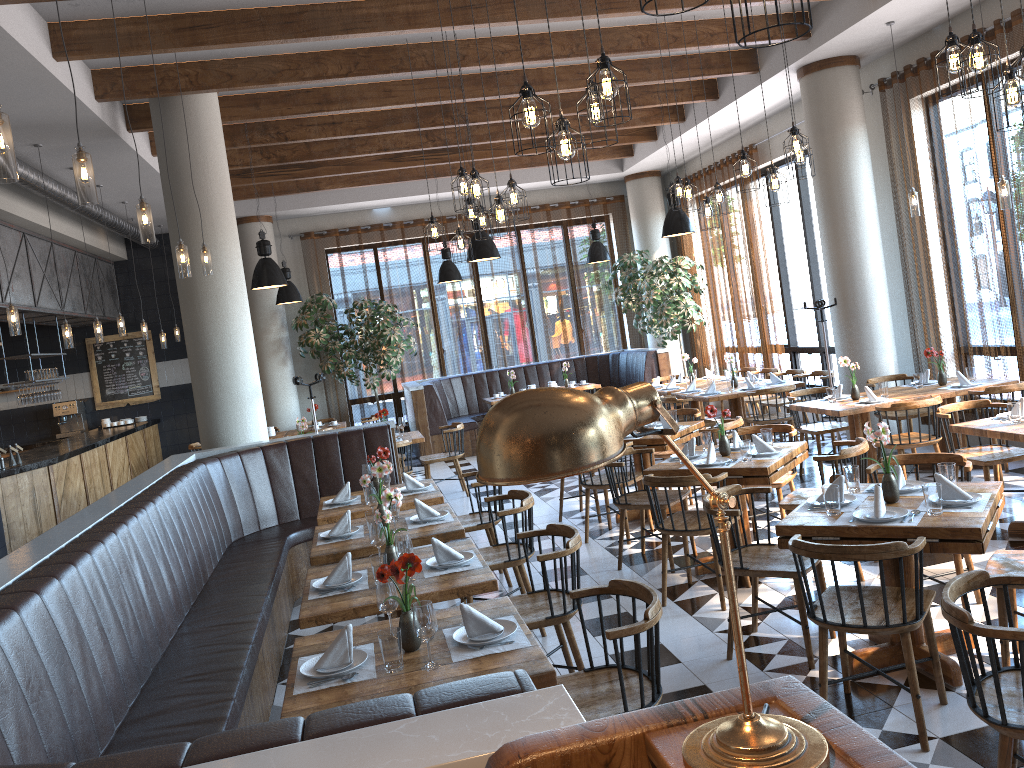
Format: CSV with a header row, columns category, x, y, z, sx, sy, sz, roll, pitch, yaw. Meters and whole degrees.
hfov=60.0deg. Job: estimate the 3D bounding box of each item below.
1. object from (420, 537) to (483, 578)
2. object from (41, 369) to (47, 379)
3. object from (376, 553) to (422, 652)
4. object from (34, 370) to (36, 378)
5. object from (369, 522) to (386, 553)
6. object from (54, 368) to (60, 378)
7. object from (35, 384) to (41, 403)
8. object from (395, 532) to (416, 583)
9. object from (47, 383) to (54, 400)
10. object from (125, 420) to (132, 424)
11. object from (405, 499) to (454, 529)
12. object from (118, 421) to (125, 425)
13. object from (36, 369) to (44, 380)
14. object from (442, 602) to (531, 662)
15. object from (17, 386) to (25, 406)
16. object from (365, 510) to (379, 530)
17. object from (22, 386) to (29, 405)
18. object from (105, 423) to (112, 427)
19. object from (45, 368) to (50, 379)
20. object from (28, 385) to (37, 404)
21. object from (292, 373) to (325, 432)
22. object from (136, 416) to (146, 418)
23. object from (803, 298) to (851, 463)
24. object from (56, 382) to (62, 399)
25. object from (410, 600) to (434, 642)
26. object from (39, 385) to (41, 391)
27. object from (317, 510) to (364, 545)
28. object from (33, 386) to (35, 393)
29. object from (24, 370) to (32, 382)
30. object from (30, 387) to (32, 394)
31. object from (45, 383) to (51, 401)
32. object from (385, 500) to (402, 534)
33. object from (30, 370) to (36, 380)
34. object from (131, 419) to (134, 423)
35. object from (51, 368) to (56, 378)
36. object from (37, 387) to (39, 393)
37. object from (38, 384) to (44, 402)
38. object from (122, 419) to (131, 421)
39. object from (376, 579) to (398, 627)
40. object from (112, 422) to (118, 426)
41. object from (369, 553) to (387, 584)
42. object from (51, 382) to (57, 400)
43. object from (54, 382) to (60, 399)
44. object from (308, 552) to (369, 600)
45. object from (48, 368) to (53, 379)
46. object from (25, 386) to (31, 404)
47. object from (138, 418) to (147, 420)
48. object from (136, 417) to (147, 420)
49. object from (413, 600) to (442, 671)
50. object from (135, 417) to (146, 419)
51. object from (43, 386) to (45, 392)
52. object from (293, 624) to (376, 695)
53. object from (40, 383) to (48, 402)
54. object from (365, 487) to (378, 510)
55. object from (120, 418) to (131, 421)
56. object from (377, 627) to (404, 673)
category,x,y,z,sx,sy,sz,roll,pitch,yaw
object,-0.305,0.788,4.223,0.272,0.137,0.352,-9,4,-10
object,-5.616,-0.115,10.600,0.080,0.132,0.080,-7,2,20
object,-0.374,0.763,3.083,0.156,0.355,0.171,-9,2,-17
object,-5.757,-0.101,10.693,0.080,0.132,0.080,-7,2,20
object,-0.655,0.790,4.351,0.081,0.215,0.081,-7,2,21
object,-5.702,-0.134,11.063,0.080,0.132,0.080,-7,2,20
object,-5.528,0.113,10.295,0.081,0.215,0.081,-9,2,-19
object,-0.483,0.787,4.017,0.081,0.215,0.081,-9,2,-19
object,-5.614,0.094,10.762,0.081,0.215,0.081,-9,2,-19
object,-5.847,0.587,13.505,0.079,0.066,0.098,-8,3,2
object,-0.508,0.744,5.313,0.272,0.137,0.352,-9,4,-10
object,-5.942,0.602,13.487,0.079,0.066,0.098,-8,3,2
object,-5.594,-0.110,10.484,0.080,0.132,0.080,-7,2,20
object,-0.105,0.831,3.143,0.272,0.137,0.352,-9,4,-10
object,-5.635,0.137,10.154,0.081,0.215,0.081,-9,2,-19
object,-0.802,0.801,5.121,0.080,0.132,0.080,-8,2,-10
object,-5.657,0.133,10.271,0.081,0.215,0.081,-9,2,-19
object,-6.132,0.631,13.452,0.079,0.066,0.098,-8,3,2
object,-5.637,-0.120,10.715,0.080,0.132,0.080,-7,2,20
object,-5.506,0.117,10.178,0.081,0.215,0.081,-9,2,-19
object,-1.772,0.733,8.231,0.376,1.657,0.374,-9,2,-33
object,-5.812,0.522,13.881,0.175,0.016,0.176,-6,4,25
object,3.261,-0.041,9.072,0.375,1.657,0.374,-9,2,-28
object,-5.673,0.081,11.077,0.081,0.215,0.081,-9,2,-19
object,-0.321,0.860,3.207,0.080,0.132,0.080,-9,2,-25
object,-5.764,0.109,10.847,0.081,0.215,0.081,-9,2,-19
object,-1.020,0.823,5.227,0.272,0.137,0.352,-9,4,-10
object,-5.722,0.119,10.621,0.081,0.215,0.081,-9,2,-19
object,-5.714,-0.092,10.461,0.080,0.132,0.080,-7,2,20
object,-5.700,0.123,10.504,0.081,0.215,0.081,-9,2,-19
object,-5.593,0.099,10.645,0.081,0.215,0.081,-9,2,-19
object,-0.678,0.745,5.073,0.081,0.215,0.081,-7,2,43
object,-5.736,-0.096,10.577,0.080,0.132,0.080,-7,2,20
object,-5.866,0.583,13.612,0.079,0.066,0.098,-8,3,2
object,-5.680,-0.129,10.947,0.080,0.132,0.080,-7,2,20
object,-5.744,0.114,10.738,0.081,0.215,0.081,-9,2,-19
object,-5.549,0.108,10.412,0.081,0.215,0.081,-9,2,-19
object,-6.035,0.567,13.840,0.175,0.016,0.176,-6,4,25
object,-0.454,0.833,3.265,0.081,0.215,0.081,-7,2,21
object,-6.037,0.616,13.470,0.079,0.066,0.098,-8,3,2
object,-0.602,0.845,4.038,0.080,0.132,0.080,-8,2,-10
object,-5.635,0.089,10.871,0.081,0.215,0.081,-9,2,-19
object,-5.653,0.085,10.973,0.081,0.215,0.081,-9,2,-19
object,-0.818,0.867,4.137,0.272,0.137,0.352,-9,4,-10
object,-5.659,-0.124,10.831,0.080,0.132,0.080,-7,2,20
object,-5.679,0.128,10.388,0.081,0.215,0.081,-9,2,-19
object,-5.808,0.552,13.882,0.175,0.016,0.176,-6,4,25
object,-5.809,0.542,13.882,0.175,0.016,0.176,-6,4,25
object,-0.282,0.831,2.932,0.081,0.215,0.081,-9,2,-19
object,-5.811,0.532,13.882,0.175,0.016,0.176,-6,4,25
object,-5.783,0.105,10.949,0.081,0.215,0.081,-9,2,-19
object,-0.618,0.910,3.057,0.272,0.137,0.352,-9,4,-10
object,-5.571,0.103,10.528,0.081,0.215,0.081,-9,2,-19
object,-0.856,0.746,5.433,0.081,0.215,0.081,-7,2,43
object,-6.036,0.557,13.840,0.175,0.016,0.176,-6,4,25
object,-0.400,0.889,2.953,0.080,0.132,0.080,-8,2,-10
